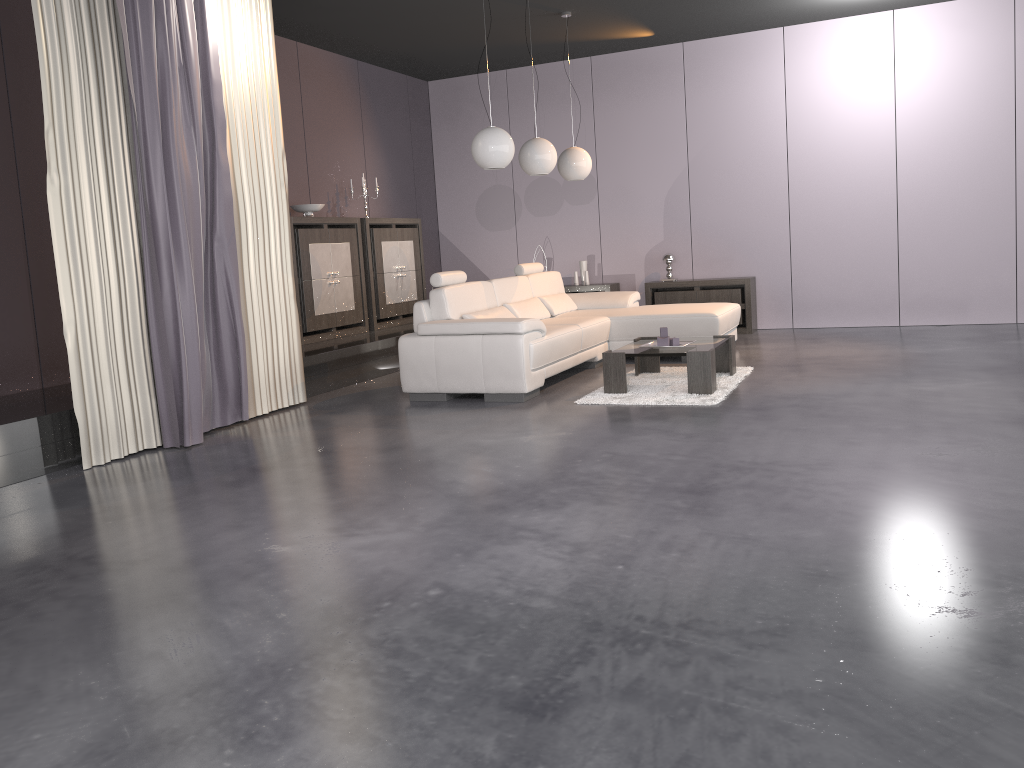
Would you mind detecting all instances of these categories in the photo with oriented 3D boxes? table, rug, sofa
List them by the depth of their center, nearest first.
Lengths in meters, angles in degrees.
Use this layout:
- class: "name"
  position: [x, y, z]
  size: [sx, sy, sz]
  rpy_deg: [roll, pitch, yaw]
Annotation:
- class: "table"
  position: [1.093, -0.142, 6.037]
  size: [0.700, 0.269, 0.911]
  rpy_deg: [0, 9, 24]
- class: "rug"
  position: [1.088, -0.003, 6.042]
  size: [0.916, 0.023, 1.535]
  rpy_deg: [0, 9, 23]
- class: "sofa"
  position: [0.620, -0.532, 6.941]
  size: [1.868, 0.854, 2.879]
  rpy_deg: [0, 9, 24]

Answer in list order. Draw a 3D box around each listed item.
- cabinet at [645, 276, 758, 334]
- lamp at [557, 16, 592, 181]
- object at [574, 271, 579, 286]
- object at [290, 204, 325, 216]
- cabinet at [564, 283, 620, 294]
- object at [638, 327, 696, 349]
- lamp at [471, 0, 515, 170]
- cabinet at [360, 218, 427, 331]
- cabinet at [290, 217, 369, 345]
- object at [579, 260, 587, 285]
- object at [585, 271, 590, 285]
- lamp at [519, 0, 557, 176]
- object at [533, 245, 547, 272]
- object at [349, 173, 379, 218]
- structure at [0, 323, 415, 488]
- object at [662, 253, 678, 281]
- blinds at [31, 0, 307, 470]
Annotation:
- class: "cabinet"
  position: [1.952, -0.800, 9.160]
  size: [1.072, 0.552, 0.379]
  rpy_deg: [0, 8, 24]
- class: "lamp"
  position: [0.517, -2.505, 7.780]
  size: [0.306, 1.408, 0.309]
  rpy_deg: [-1, 7, 27]
- class: "object"
  position: [0.700, -1.149, 9.645]
  size: [0.051, 0.151, 0.052]
  rpy_deg: [-3, 6, 2]
- class: "object"
  position: [-1.811, -1.527, 7.864]
  size: [0.310, 0.116, 0.309]
  rpy_deg: [-9, 10, -32]
- class: "cabinet"
  position: [0.627, -0.803, 9.740]
  size: [1.072, 0.552, 0.379]
  rpy_deg: [0, 8, 24]
- class: "object"
  position: [1.036, -0.314, 5.912]
  size: [0.304, 0.136, 0.306]
  rpy_deg: [1, 9, 28]
- class: "lamp"
  position: [-0.171, -2.220, 6.189]
  size: [0.307, 1.408, 0.308]
  rpy_deg: [-5, 6, -9]
- class: "cabinet"
  position: [-1.281, -1.128, 8.972]
  size: [0.411, 1.069, 1.078]
  rpy_deg: [-1, 8, 24]
- class: "cabinet"
  position: [-1.742, -0.938, 7.911]
  size: [0.411, 1.069, 1.078]
  rpy_deg: [-1, 8, 24]
- class: "object"
  position: [0.785, -1.218, 9.694]
  size: [0.089, 0.262, 0.089]
  rpy_deg: [-5, 6, -15]
- class: "object"
  position: [0.811, -1.149, 9.596]
  size: [0.051, 0.151, 0.052]
  rpy_deg: [-3, 6, 2]
- class: "lamp"
  position: [0.168, -2.359, 6.967]
  size: [0.306, 1.408, 0.309]
  rpy_deg: [-1, 7, 27]
- class: "object"
  position: [0.313, -1.307, 9.808]
  size: [0.123, 0.463, 0.108]
  rpy_deg: [-1, 7, 25]
- class: "object"
  position: [-1.441, -1.838, 8.672]
  size: [0.230, 0.443, 0.230]
  rpy_deg: [2, 9, 41]
- class: "structure"
  position: [-2.325, 0.099, 5.875]
  size: [1.000, 0.299, 8.825]
  rpy_deg: [0, 9, 23]
- class: "object"
  position: [1.645, -1.226, 9.270]
  size: [0.140, 0.283, 0.141]
  rpy_deg: [-1, 7, 24]
- class: "blinds"
  position: [-1.905, -1.162, 5.033]
  size: [0.248, 2.981, 3.308]
  rpy_deg: [-1, 8, 24]
